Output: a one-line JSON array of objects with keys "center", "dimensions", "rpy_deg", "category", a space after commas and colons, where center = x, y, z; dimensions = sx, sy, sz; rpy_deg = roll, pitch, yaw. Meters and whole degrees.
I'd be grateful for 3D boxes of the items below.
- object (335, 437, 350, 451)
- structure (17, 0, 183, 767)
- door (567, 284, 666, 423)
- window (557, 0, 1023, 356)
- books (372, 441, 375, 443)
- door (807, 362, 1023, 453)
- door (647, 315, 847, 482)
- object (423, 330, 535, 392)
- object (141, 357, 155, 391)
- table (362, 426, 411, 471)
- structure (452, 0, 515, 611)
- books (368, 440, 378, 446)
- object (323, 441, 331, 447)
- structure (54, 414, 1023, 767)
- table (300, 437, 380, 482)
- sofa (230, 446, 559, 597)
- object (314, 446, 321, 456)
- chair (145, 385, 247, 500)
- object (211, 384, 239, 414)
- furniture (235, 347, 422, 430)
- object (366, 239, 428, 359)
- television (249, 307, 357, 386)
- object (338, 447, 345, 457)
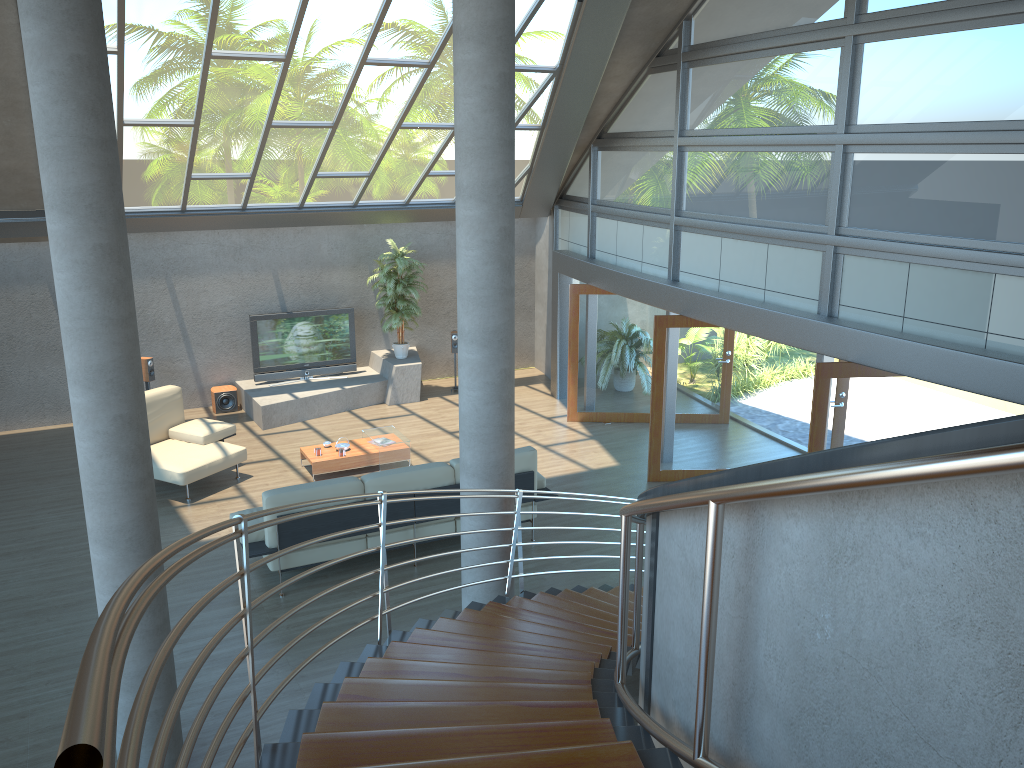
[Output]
[{"center": [-2.049, 0.721, 10.716], "dimensions": [0.178, 0.161, 0.178], "rpy_deg": [4, 15, 14], "category": "object"}, {"center": [-2.251, -1.019, 4.653], "dimensions": [0.382, 7.125, 0.381], "rpy_deg": [-7, 16, -26], "category": "structure"}, {"center": [1.935, -0.406, 12.401], "dimensions": [2.298, 1.977, 0.200], "rpy_deg": [1, 15, 2], "category": "door"}, {"center": [4.194, -1.318, 6.771], "dimensions": [1.098, 6.630, 16.616], "rpy_deg": [-8, 17, -27], "category": "window"}, {"center": [-1.592, 0.720, 11.007], "dimensions": [0.189, 0.005, 0.275], "rpy_deg": [-14, 20, -42], "category": "books"}, {"center": [3.785, 0.742, 8.064], "dimensions": [2.298, 1.977, 0.200], "rpy_deg": [-1, 15, -6], "category": "door"}, {"center": [2.735, 0.174, 10.209], "dimensions": [2.298, 1.977, 0.200], "rpy_deg": [-1, 15, -3], "category": "door"}, {"center": [-3.807, -0.457, 14.634], "dimensions": [21.345, 0.982, 7.863], "rpy_deg": [-6, 16, -23], "category": "object"}, {"center": [-5.130, 0.096, 12.496], "dimensions": [0.234, 0.959, 0.171], "rpy_deg": [8, 17, 28], "category": "object"}, {"center": [-1.562, 0.797, 11.019], "dimensions": [0.400, 0.342, 0.680], "rpy_deg": [-7, 16, -26], "category": "table"}, {"center": [-0.172, -1.285, 5.661], "dimensions": [0.381, 7.125, 0.382], "rpy_deg": [4, 15, 17], "category": "structure"}, {"center": [-1.646, 0.726, 11.001], "dimensions": [0.275, 0.005, 0.189], "rpy_deg": [14, 20, 42], "category": "books"}, {"center": [-2.260, 0.727, 10.839], "dimensions": [0.100, 0.086, 0.102], "rpy_deg": [-6, 16, -22], "category": "object"}, {"center": [0.485, 0.944, 4.052], "dimensions": [2.349, 3.653, 6.809], "rpy_deg": [3, 15, 11], "category": "structure"}, {"center": [-1.920, 0.895, 10.860], "dimensions": [1.200, 0.250, 0.600], "rpy_deg": [-7, 16, -26], "category": "table"}, {"center": [-1.135, 1.136, 8.667], "dimensions": [3.079, 0.947, 1.166], "rpy_deg": [-7, 17, -26], "category": "sofa"}, {"center": [-2.305, 0.798, 10.542], "dimensions": [0.070, 0.101, 0.085], "rpy_deg": [-8, 17, -27], "category": "object"}, {"center": [-3.824, 0.635, 10.363], "dimensions": [1.244, 1.023, 1.217], "rpy_deg": [8, 17, 28], "category": "chair"}, {"center": [-4.304, 0.220, 13.257], "dimensions": [0.362, 0.323, 0.425], "rpy_deg": [-7, 16, -26], "category": "object"}, {"center": [-2.560, 0.018, 13.501], "dimensions": [2.936, 0.610, 1.577], "rpy_deg": [-7, 16, -26], "category": "furniture"}, {"center": [-1.740, -1.312, 13.692], "dimensions": [0.932, 1.857, 0.895], "rpy_deg": [6, 16, 21], "category": "object"}, {"center": [-3.157, -0.585, 13.510], "dimensions": [1.568, 1.063, 0.396], "rpy_deg": [-7, 16, -26], "category": "television"}, {"center": [-2.016, 0.804, 10.520], "dimensions": [0.085, 0.101, 0.070], "rpy_deg": [0, 15, 1], "category": "object"}]
